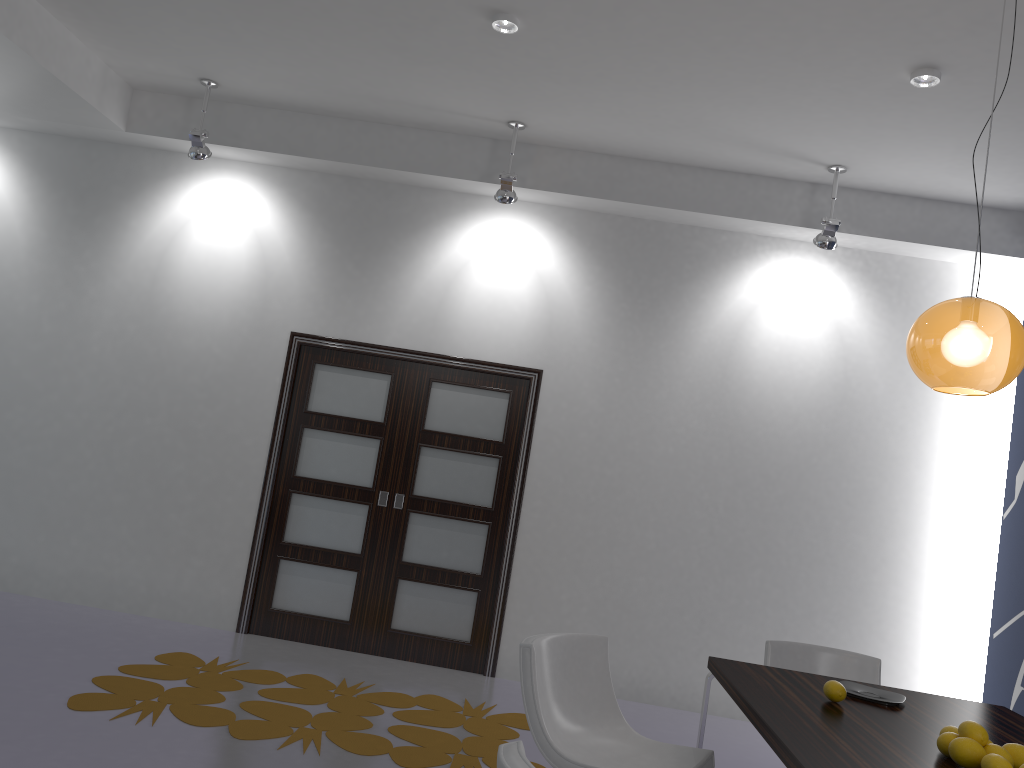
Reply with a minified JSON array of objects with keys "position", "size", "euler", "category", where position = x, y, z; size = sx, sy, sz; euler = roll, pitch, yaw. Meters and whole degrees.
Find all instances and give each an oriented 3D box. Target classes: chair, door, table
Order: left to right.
[{"position":[-0.815,0.793,6.081],"size":[1.764,2.061,0.220],"euler":[9,-5,3],"category":"door"},{"position":[0.305,1.333,3.065],"size":[0.620,0.805,0.508],"euler":[5,-7,38],"category":"chair"},{"position":[0.236,1.204,1.773],"size":[0.620,0.805,0.508],"euler":[12,-6,-26],"category":"chair"},{"position":[1.325,1.558,3.732],"size":[0.508,0.805,0.620],"euler":[9,-5,3],"category":"chair"},{"position":[1.211,1.425,2.356],"size":[1.127,0.783,2.046],"euler":[9,-5,3],"category":"table"}]

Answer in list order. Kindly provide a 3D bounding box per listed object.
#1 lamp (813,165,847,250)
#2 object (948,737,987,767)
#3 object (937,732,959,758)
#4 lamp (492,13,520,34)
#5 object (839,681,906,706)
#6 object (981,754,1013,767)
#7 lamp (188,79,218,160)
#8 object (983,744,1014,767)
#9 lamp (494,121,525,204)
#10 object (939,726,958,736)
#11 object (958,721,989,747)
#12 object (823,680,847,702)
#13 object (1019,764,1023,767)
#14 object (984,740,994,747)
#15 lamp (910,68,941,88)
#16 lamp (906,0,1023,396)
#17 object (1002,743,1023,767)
[{"position":[1.964,-1.071,5.459],"size":[0.150,0.511,0.185],"euler":[9,-5,3],"category":"lamp"},{"position":[1.221,0.989,2.377],"size":[0.094,0.080,0.076],"euler":[9,-5,5],"category":"object"},{"position":[1.221,1.004,2.467],"size":[0.083,0.068,0.070],"euler":[12,-6,-28],"category":"object"},{"position":[-0.031,-1.741,4.285],"size":[0.132,0.035,0.132],"euler":[14,-7,-43],"category":"lamp"},{"position":[1.269,1.101,3.150],"size":[0.232,0.020,0.232],"euler":[6,-6,32],"category":"object"},{"position":[1.251,0.992,2.285],"size":[0.070,0.068,0.083],"euler":[8,-5,7],"category":"object"},{"position":[-1.982,-1.680,5.698],"size":[0.150,0.511,0.185],"euler":[9,-5,3],"category":"lamp"},{"position":[1.302,1.007,2.380],"size":[0.069,0.071,0.081],"euler":[11,-6,-19],"category":"object"},{"position":[-0.009,-1.375,5.578],"size":[0.150,0.511,0.185],"euler":[9,-5,3],"category":"lamp"},{"position":[1.267,1.018,2.542],"size":[0.070,0.068,0.083],"euler":[8,-5,7],"category":"object"},{"position":[1.265,0.961,2.431],"size":[0.070,0.068,0.083],"euler":[8,-5,7],"category":"object"},{"position":[1.077,1.026,2.959],"size":[0.070,0.068,0.083],"euler":[8,-5,7],"category":"object"},{"position":[1.323,0.995,2.240],"size":[0.094,0.077,0.079],"euler":[11,-6,-23],"category":"object"},{"position":[1.305,1.017,2.462],"size":[0.083,0.068,0.070],"euler":[12,-6,-28],"category":"object"},{"position":[1.942,-1.436,4.165],"size":[0.132,0.035,0.132],"euler":[9,-5,3],"category":"lamp"},{"position":[1.592,-0.783,2.965],"size":[0.359,1.645,0.358],"euler":[8,-5,14],"category":"lamp"},{"position":[1.377,1.019,2.410],"size":[0.079,0.077,0.094],"euler":[14,-7,-43],"category":"object"}]
